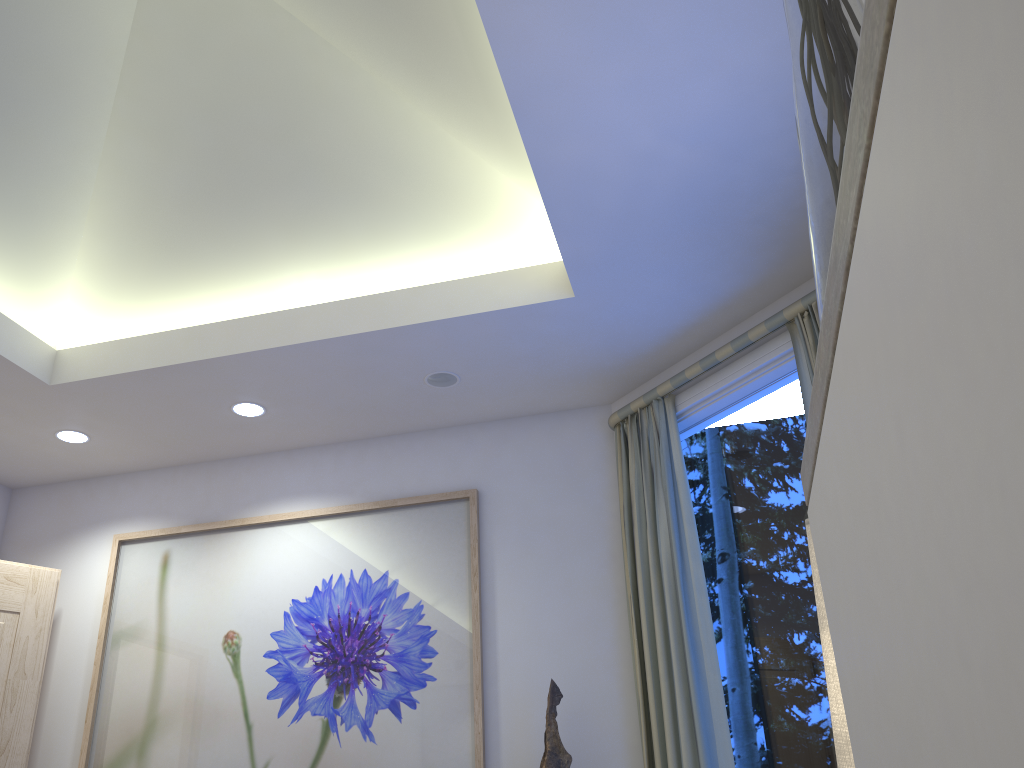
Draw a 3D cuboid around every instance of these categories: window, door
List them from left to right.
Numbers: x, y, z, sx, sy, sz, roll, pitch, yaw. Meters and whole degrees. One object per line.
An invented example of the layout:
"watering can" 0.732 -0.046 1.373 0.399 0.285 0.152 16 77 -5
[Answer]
"door" -2.468 1.385 2.769 0.363 2.014 1.809 -16 -29 26
"window" 0.122 -0.465 0.056 0.815 1.985 6.978 -8 -27 11

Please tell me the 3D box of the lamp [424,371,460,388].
"lamp" -0.266 -0.010 3.382 0.137 0.014 0.140 5 -28 -14

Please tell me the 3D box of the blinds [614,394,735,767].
"blinds" 0.447 1.130 2.862 0.296 2.326 0.652 14 -30 -32

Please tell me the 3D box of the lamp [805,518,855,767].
"lamp" 0.742 0.940 1.251 0.277 1.181 1.554 -14 -28 22

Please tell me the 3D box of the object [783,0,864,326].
"object" 0.148 -0.335 0.591 0.191 0.679 0.195 -23 -32 36

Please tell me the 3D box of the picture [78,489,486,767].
"picture" -0.927 1.202 3.482 1.683 1.431 0.031 -8 -26 12

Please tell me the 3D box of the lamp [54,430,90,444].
"lamp" -1.844 0.228 3.714 0.137 0.014 0.140 5 -28 -14

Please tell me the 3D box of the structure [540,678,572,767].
"structure" 0.131 1.643 2.778 0.306 1.365 0.269 -8 -26 12

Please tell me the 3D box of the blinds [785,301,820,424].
"blinds" 0.940 0.772 2.196 0.271 2.323 0.532 13 -29 -30

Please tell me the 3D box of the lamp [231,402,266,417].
"lamp" -1.056 0.109 3.548 0.137 0.014 0.140 5 -28 -14
